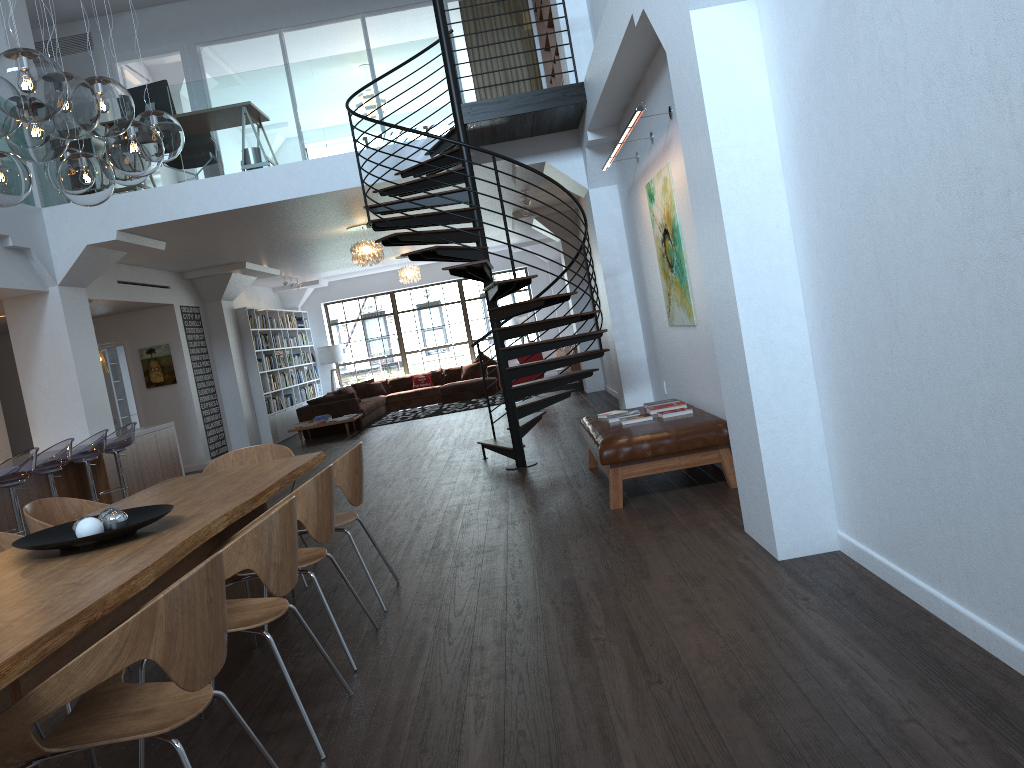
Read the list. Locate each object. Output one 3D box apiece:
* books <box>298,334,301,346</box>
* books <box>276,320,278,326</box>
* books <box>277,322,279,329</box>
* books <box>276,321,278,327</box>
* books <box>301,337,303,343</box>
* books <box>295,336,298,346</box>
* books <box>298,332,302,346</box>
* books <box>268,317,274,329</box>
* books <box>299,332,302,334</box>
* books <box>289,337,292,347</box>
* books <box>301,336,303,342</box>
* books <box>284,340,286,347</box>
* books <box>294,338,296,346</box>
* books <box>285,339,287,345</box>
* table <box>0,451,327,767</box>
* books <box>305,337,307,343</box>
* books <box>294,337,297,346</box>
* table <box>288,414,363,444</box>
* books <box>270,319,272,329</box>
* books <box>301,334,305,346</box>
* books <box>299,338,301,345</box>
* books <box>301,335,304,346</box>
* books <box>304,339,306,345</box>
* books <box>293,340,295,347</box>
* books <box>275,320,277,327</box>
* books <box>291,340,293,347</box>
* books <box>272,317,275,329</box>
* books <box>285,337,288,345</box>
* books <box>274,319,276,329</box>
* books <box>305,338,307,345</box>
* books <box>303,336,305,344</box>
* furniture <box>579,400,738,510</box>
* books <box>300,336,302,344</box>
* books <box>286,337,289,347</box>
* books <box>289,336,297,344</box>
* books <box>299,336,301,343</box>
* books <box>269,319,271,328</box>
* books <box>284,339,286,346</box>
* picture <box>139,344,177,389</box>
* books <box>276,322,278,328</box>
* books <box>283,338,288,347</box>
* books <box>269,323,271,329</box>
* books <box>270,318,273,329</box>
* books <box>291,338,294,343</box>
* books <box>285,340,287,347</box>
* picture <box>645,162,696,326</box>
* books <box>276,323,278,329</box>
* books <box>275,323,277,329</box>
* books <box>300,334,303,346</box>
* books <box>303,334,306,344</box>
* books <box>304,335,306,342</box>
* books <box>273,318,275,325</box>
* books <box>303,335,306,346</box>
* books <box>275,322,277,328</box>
[{"bbox_3d":[-4.529,-0.912,18.478,0.198,0.284,0.066,-10,4,0],"label":"books"},{"bbox_3d":[-4.570,-1.134,17.069,0.109,0.171,0.018,-10,4,1],"label":"books"},{"bbox_3d":[-4.562,-1.127,17.088,0.110,0.153,0.019,-10,4,1],"label":"books"},{"bbox_3d":[-4.579,-1.134,17.050,0.128,0.178,0.022,-10,4,1],"label":"books"},{"bbox_3d":[-4.516,-0.910,18.711,0.171,0.246,0.057,-10,4,0],"label":"books"},{"bbox_3d":[-4.522,-0.874,18.320,0.158,0.226,0.052,-10,4,1],"label":"books"},{"bbox_3d":[-4.521,-0.924,18.588,0.176,0.290,0.053,-10,4,0],"label":"books"},{"bbox_3d":[-4.582,-1.141,16.743,0.140,0.231,0.042,-10,4,1],"label":"books"},{"bbox_3d":[-4.524,-0.941,18.860,0.176,0.290,0.036,-10,4,0],"label":"books"},{"bbox_3d":[-4.506,-0.828,17.772,0.146,0.202,0.027,-10,4,1],"label":"books"},{"bbox_3d":[-4.512,-0.902,18.753,0.161,0.223,0.027,-10,4,0],"label":"books"},{"bbox_3d":[-4.494,-0.782,17.352,0.106,0.162,0.032,-10,4,1],"label":"books"},{"bbox_3d":[-4.514,-0.851,18.191,0.136,0.196,0.045,-10,4,1],"label":"books"},{"bbox_3d":[-4.504,-0.795,17.453,0.128,0.178,0.021,-10,4,1],"label":"books"},{"bbox_3d":[-1.568,0.987,3.531,1.012,0.750,3.803,-10,4,1],"label":"table"},{"bbox_3d":[-4.524,-0.927,19.113,0.168,0.231,0.037,-10,4,0],"label":"books"},{"bbox_3d":[-4.511,-0.852,18.232,0.139,0.191,0.036,-10,4,1],"label":"books"},{"bbox_3d":[-3.075,0.766,14.806,1.100,0.271,0.853,-10,4,1],"label":"table"},{"bbox_3d":[-4.571,-1.117,16.577,0.146,0.202,0.027,-10,4,1],"label":"books"},{"bbox_3d":[-4.512,-0.922,18.826,0.183,0.253,0.034,-10,4,0],"label":"books"},{"bbox_3d":[-4.512,-0.901,18.524,0.160,0.250,0.026,-10,4,0],"label":"books"},{"bbox_3d":[-4.521,-0.911,18.788,0.174,0.240,0.045,-10,4,0],"label":"books"},{"bbox_3d":[-4.515,-0.916,18.978,0.161,0.223,0.027,-10,4,0],"label":"books"},{"bbox_3d":[-4.516,-0.838,18.090,0.134,0.184,0.030,-10,4,1],"label":"books"},{"bbox_3d":[-4.572,-1.130,16.977,0.128,0.178,0.022,-10,4,1],"label":"books"},{"bbox_3d":[-4.505,-0.821,17.889,0.126,0.173,0.032,-10,4,1],"label":"books"},{"bbox_3d":[-4.586,-1.141,16.792,0.158,0.226,0.052,-10,4,1],"label":"books"},{"bbox_3d":[-4.514,-0.809,17.514,0.146,0.202,0.027,-10,4,1],"label":"books"},{"bbox_3d":[-4.576,-1.130,16.881,0.139,0.191,0.036,-10,4,1],"label":"books"},{"bbox_3d":[-4.512,-0.923,19.082,0.161,0.223,0.026,-10,4,0],"label":"books"},{"bbox_3d":[-4.520,-0.929,18.909,0.180,0.259,0.060,-10,4,0],"label":"books"},{"bbox_3d":[1.039,0.465,6.657,0.907,0.453,1.819,-10,4,1],"label":"furniture"},{"bbox_3d":[-4.517,-0.908,18.632,0.183,0.253,0.034,-10,4,0],"label":"books"},{"bbox_3d":[-4.506,-0.813,17.541,0.146,0.202,0.027,-10,4,1],"label":"books"},{"bbox_3d":[-4.519,-0.874,18.271,0.140,0.231,0.042,-10,4,1],"label":"books"},{"bbox_3d":[-4.507,-0.890,18.551,0.161,0.223,0.026,-10,4,0],"label":"books"},{"bbox_3d":[-4.573,-1.107,16.518,0.139,0.191,0.036,-10,4,1],"label":"books"},{"bbox_3d":[-4.495,-0.786,17.377,0.107,0.167,0.017,-10,4,1],"label":"books"},{"bbox_3d":[-5.265,-0.264,13.182,0.450,0.600,0.030,-10,4,1],"label":"picture"},{"bbox_3d":[-4.581,-1.135,17.024,0.134,0.184,0.030,-10,4,1],"label":"books"},{"bbox_3d":[-4.508,-0.803,17.482,0.139,0.191,0.036,-10,4,1],"label":"books"},{"bbox_3d":[-4.569,-1.099,16.489,0.128,0.178,0.021,-10,4,1],"label":"books"},{"bbox_3d":[-4.575,-1.121,16.659,0.146,0.202,0.027,-10,4,1],"label":"books"},{"bbox_3d":[-4.514,-0.834,18.065,0.128,0.178,0.022,-10,4,1],"label":"books"},{"bbox_3d":[-4.504,-0.791,17.427,0.126,0.173,0.032,-10,4,1],"label":"books"},{"bbox_3d":[1.237,-1.053,6.987,0.010,1.200,1.095,-10,4,1],"label":"picture"},{"bbox_3d":[-4.574,-1.131,16.998,0.128,0.178,0.021,-10,4,1],"label":"books"},{"bbox_3d":[-4.579,-1.135,16.922,0.136,0.196,0.045,-10,4,1],"label":"books"},{"bbox_3d":[-4.514,-0.911,18.665,0.183,0.253,0.034,-10,4,0],"label":"books"},{"bbox_3d":[-4.525,-0.931,19.007,0.183,0.253,0.034,-10,4,0],"label":"books"},{"bbox_3d":[-4.524,-0.927,19.046,0.174,0.240,0.045,-10,4,0],"label":"books"},{"bbox_3d":[-4.584,-1.147,16.840,0.140,0.231,0.042,-10,4,1],"label":"books"},{"bbox_3d":[-4.516,-0.928,18.952,0.160,0.250,0.026,-10,4,0],"label":"books"},{"bbox_3d":[-4.580,-1.139,16.955,0.127,0.200,0.020,-10,4,1],"label":"books"}]
